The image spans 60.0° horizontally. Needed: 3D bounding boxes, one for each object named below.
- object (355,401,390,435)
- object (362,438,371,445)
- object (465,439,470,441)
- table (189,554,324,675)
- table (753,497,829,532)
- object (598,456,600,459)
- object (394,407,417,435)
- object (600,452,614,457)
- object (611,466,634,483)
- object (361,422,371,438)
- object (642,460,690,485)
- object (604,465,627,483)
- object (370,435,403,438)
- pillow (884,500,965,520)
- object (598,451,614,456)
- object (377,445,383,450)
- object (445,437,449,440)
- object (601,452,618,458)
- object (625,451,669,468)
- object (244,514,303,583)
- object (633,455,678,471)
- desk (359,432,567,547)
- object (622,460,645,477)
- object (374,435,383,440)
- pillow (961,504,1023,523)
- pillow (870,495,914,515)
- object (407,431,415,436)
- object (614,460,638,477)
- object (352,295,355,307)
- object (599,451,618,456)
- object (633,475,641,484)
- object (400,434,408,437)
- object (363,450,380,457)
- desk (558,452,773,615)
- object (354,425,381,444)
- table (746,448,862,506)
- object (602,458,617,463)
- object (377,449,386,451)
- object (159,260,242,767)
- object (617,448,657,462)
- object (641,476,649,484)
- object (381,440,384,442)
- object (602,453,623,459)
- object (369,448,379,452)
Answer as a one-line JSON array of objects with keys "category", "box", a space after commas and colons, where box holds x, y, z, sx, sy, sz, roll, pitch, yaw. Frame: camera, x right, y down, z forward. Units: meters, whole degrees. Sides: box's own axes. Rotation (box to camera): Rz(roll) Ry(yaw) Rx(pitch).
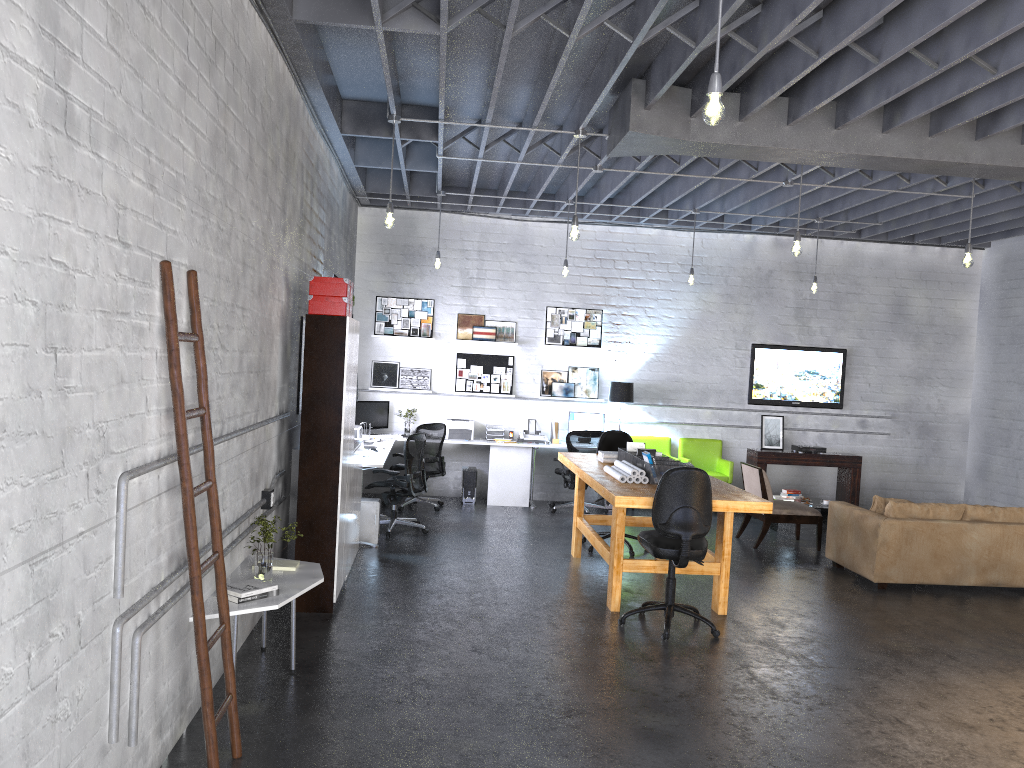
[{"category": "object", "box": [-1.771, 0.425, 11.098, 0.147, 0.427, 0.560, 5, 2, 32]}, {"category": "object", "box": [-1.799, 0.633, 10.000, 0.392, 0.064, 0.259, 3, 2, -5]}, {"category": "object", "box": [-0.552, 0.700, 11.051, 0.075, 0.016, 0.017, 4, 2, 20]}, {"category": "table", "box": [-1.315, 1.346, 4.822, 0.517, 0.532, 1.335, 3, 2, -5]}, {"category": "table", "box": [3.491, 1.577, 10.735, 0.873, 0.300, 0.872, 3, 2, -2]}, {"category": "object", "box": [1.061, 0.696, 8.205, 0.519, 0.047, 0.047, 3, 2, -5]}, {"category": "object", "box": [-1.336, 0.476, 11.315, 0.271, 0.363, 0.297, 5, 3, 40]}, {"category": "object", "box": [1.069, 0.658, 8.135, 0.519, 0.047, 0.046, 3, 2, -5]}, {"category": "object", "box": [0.875, 0.719, 7.077, 0.058, 0.057, 0.635, 3, 1, -5]}, {"category": "object", "box": [-1.819, 0.553, 10.336, 0.324, 0.208, 0.233, 3, 2, -5]}, {"category": "object", "box": [1.195, 0.692, 6.918, 0.316, 0.156, 0.306, 3, 2, -5]}, {"category": "object", "box": [0.818, 0.716, 7.072, 0.057, 0.058, 0.635, 3, 1, -5]}, {"category": "object", "box": [-1.548, 0.643, 10.866, 0.422, 0.028, 0.180, 2, 2, -45]}, {"category": "pillow", "box": [3.648, 1.238, 7.957, 0.704, 0.402, 0.290, 3, 2, -5]}, {"category": "object", "box": [1.061, 0.655, 8.228, 0.519, 0.047, 0.046, 3, 2, -5]}, {"category": "object", "box": [-1.385, 0.673, 9.347, 0.078, 0.049, 0.062, 2, 2, -35]}, {"category": "object", "box": [-0.859, 0.680, 11.061, 0.103, 0.021, 0.131, 2, 2, -25]}, {"category": "object", "box": [1.073, 0.660, 8.089, 0.519, 0.047, 0.046, 3, 2, -5]}, {"category": "object", "box": [1.142, 0.673, 7.530, 0.316, 0.156, 0.306, 3, 2, -5]}, {"category": "object", "box": [-1.313, 0.898, 4.830, 0.297, 0.363, 0.271, 4, 2, 30]}, {"category": "object", "box": [1.169, 0.682, 7.224, 0.316, 0.156, 0.306, 3, 2, -5]}, {"category": "desk", "box": [-0.219, 1.148, 9.941, 3.575, 0.786, 3.296, 3, 2, -5]}, {"category": "object", "box": [0.963, 0.675, 7.082, 0.057, 0.057, 0.635, 3, 1, -5]}, {"category": "object", "box": [-1.589, 0.638, 10.528, 0.130, 0.049, 0.130, 4, 2, 12]}, {"category": "pillow", "box": [4.320, 1.274, 8.016, 0.667, 0.402, 0.290, 3, 2, -5]}, {"category": "pillow", "box": [3.492, 1.223, 8.155, 0.523, 0.403, 0.319, 4, 2, 15]}, {"category": "object", "box": [-1.114, 0.635, 11.077, 0.279, 0.081, 0.411, 2, 2, -35]}, {"category": "object", "box": [0.907, 0.672, 7.077, 0.057, 0.057, 0.635, 3, 1, -5]}, {"category": "object", "box": [-1.291, -0.609, 6.821, 0.169, 0.240, 0.171, 3, 2, -6]}, {"category": "object", "box": [1.065, 0.657, 8.181, 0.519, 0.047, 0.046, 3, 2, -5]}, {"category": "object", "box": [0.931, 0.722, 7.082, 0.057, 0.058, 0.635, 3, 1, -5]}, {"category": "object", "box": [-1.350, 0.645, 11.074, 0.114, 0.036, 0.058, 4, 2, 35]}, {"category": "object", "box": [-1.447, 0.698, 8.956, 0.181, 0.028, 0.421, 3, 2, -15]}, {"category": "desk", "box": [1.113, 1.214, 7.540, 1.115, 0.927, 2.830, 3, 2, -5]}, {"category": "object", "box": [-1.658, 0.569, 9.582, 0.485, 0.230, 0.420, 3, 2, -5]}, {"category": "table", "box": [3.844, 1.310, 11.753, 1.410, 0.820, 0.403, 3, 2, -5]}, {"category": "object", "box": [1.077, 0.702, 8.020, 0.519, 0.047, 0.047, 3, 2, -5]}, {"category": "object", "box": [-1.392, 0.697, 9.344, 0.119, 0.016, 0.119, 4, 2, 13]}, {"category": "object", "box": [-1.272, 0.582, 3.658, 0.320, 2.122, 0.424, 3, 2, -5]}, {"category": "object", "box": [1.116, 0.664, 7.836, 0.316, 0.156, 0.306, 3, 2, -5]}, {"category": "object", "box": [0.988, 0.725, 7.087, 0.058, 0.057, 0.635, 3, 1, -5]}, {"category": "object", "box": [-1.528, 0.662, 10.340, 0.058, 0.020, 0.071, 2, 2, -41]}, {"category": "object", "box": [1.078, 0.661, 8.034, 0.519, 0.047, 0.046, 3, 2, -7]}, {"category": "object", "box": [-1.448, 0.686, 9.250, 0.114, 0.036, 0.058, 3, 2, -15]}]
